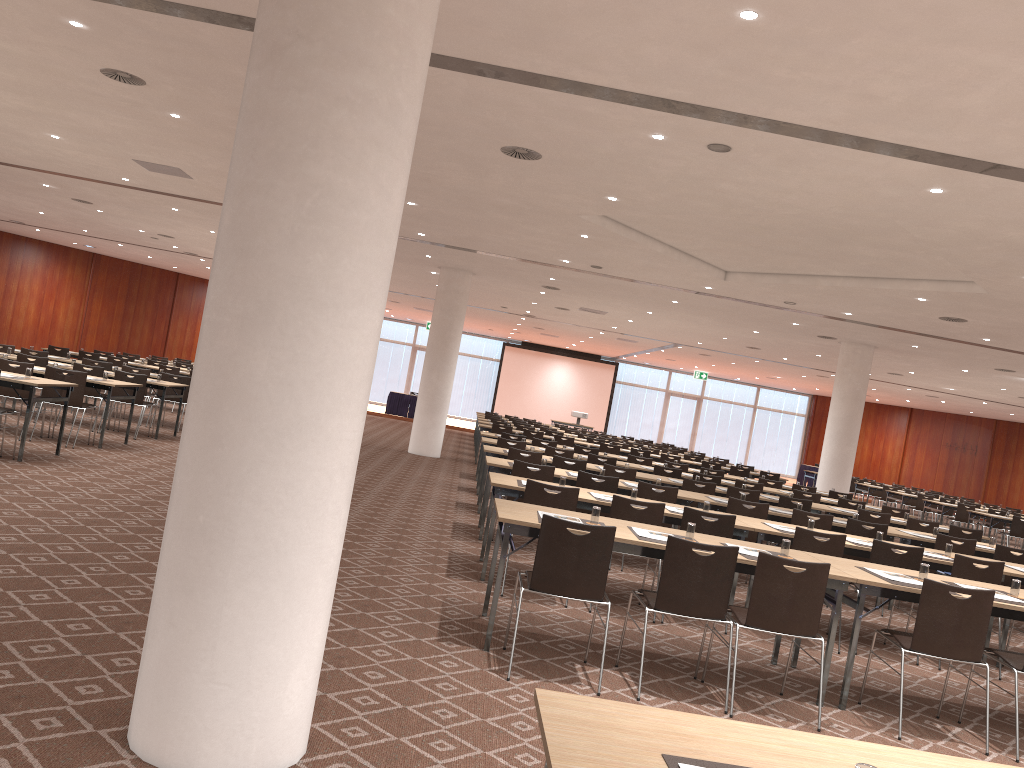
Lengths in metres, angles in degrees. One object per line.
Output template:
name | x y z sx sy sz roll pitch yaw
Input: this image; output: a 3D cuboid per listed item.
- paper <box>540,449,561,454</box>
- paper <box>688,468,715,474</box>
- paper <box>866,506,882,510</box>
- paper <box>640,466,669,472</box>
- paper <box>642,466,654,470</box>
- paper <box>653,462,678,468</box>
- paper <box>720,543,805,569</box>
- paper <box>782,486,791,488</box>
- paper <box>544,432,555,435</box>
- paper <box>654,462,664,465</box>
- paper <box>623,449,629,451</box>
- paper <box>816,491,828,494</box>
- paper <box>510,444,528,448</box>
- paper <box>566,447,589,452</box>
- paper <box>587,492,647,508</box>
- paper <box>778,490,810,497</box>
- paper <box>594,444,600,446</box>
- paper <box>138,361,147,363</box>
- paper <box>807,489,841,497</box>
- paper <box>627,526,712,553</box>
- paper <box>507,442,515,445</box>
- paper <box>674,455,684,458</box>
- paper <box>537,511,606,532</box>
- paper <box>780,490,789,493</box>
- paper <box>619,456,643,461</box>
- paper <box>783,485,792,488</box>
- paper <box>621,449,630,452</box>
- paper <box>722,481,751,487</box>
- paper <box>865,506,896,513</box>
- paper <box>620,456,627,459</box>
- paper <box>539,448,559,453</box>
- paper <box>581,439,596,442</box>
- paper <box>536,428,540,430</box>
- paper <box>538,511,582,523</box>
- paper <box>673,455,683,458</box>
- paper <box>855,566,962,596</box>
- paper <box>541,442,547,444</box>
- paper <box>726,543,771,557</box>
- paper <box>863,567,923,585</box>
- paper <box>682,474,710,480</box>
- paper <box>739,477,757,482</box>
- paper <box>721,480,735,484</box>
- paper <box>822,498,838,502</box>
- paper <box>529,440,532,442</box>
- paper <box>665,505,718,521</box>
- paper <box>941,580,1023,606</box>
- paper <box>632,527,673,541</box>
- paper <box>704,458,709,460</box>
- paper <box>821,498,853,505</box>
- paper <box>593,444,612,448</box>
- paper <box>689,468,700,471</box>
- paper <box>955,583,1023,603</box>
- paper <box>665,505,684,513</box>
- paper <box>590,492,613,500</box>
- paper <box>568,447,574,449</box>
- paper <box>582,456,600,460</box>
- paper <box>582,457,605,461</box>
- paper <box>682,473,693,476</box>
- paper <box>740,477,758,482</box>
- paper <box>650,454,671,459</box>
paper | 0.663 1.055 13.793 0.460 0.003 0.565 10 -1 -3
paper | 3.452 1.580 15.909 0.460 0.003 0.565 10 -1 -1
paper | 5.730 1.959 14.091 0.283 0.006 0.398 10 -1 -1
paper | 2.264 1.341 13.848 0.460 0.003 0.565 10 -1 -5
paper | 2.200 1.327 13.929 0.283 0.006 0.398 10 -1 -4
paper | 2.801 1.464 15.903 0.460 0.003 0.565 10 -1 -4
paper | 1.672 1.130 5.821 0.460 0.003 0.565 10 -1 -5
paper | 5.028 1.863 15.978 0.460 0.003 0.565 10 -1 1
paper | 0.894 1.191 21.384 0.283 0.006 0.398 10 -1 -4
paper | 2.734 1.449 15.961 0.283 0.006 0.398 10 -1 -4
paper | 2.593 1.469 19.435 0.283 0.006 0.398 10 -1 -5
paper | 5.605 1.963 16.070 0.283 0.006 0.398 10 -1 -5
paper | 0.003 0.936 13.776 0.460 0.003 0.565 10 -1 -4
paper | 1.188 1.175 15.811 0.460 0.003 0.565 10 -1 -5
paper | 0.927 1.023 7.800 0.460 0.003 0.565 10 -1 -4
paper | 4.485 1.739 13.955 0.460 0.003 0.565 10 -1 -4
paper | 1.951 1.355 19.442 0.283 0.006 0.398 10 -1 -3
paper | -8.812 -0.545 20.852 0.460 0.003 0.565 10 -1 -5
paper | 5.643 1.973 16.036 0.460 0.003 0.565 10 -1 -1
paper | 1.016 1.012 5.801 0.460 0.003 0.565 10 -1 0
paper | -0.025 0.928 13.828 0.283 0.006 0.398 10 -1 0
paper | 4.077 1.762 21.507 0.283 0.006 0.398 10 -1 -3
paper | 0.394 0.901 5.752 0.460 0.003 0.565 10 -1 1
paper | 4.419 1.724 14.006 0.283 0.006 0.398 10 -1 -1
paper | 2.151 1.347 15.856 0.460 0.003 0.565 10 -1 1
paper | 4.952 1.846 16.068 0.283 0.006 0.398 10 -1 0
paper | 2.621 1.478 19.401 0.460 0.003 0.565 10 -1 -4
paper | 3.511 1.565 13.927 0.460 0.003 0.565 10 -1 -3
paper | 5.742 1.964 14.000 0.460 0.003 0.565 10 -1 -2
paper | 2.094 1.334 15.917 0.283 0.006 0.398 10 -1 -3
paper | 0.575 1.035 13.851 0.283 0.006 0.398 10 -1 -2
paper | 1.895 1.374 21.351 0.460 0.003 0.565 10 -1 -4
paper | 0.867 1.216 23.319 0.460 0.003 0.565 10 -1 -4
paper | 0.323 0.885 5.835 0.283 0.006 0.398 10 -1 -2
paper | 4.141 1.776 21.446 0.460 0.003 0.565 10 -1 -2
paper | 2.601 1.296 5.849 0.460 0.003 0.565 10 -1 -2
paper | 0.521 1.052 15.836 0.283 0.006 0.398 10 -1 -2
paper | 1.603 1.115 5.896 0.283 0.006 0.398 10 -1 -1
paper | 2.571 1.288 5.927 0.283 0.006 0.398 10 -1 -4
paper | 2.887 1.453 13.876 0.460 0.003 0.565 10 -1 -1
paper | 4.395 1.750 15.969 0.460 0.003 0.565 10 -1 -2
paper | 3.455 1.551 13.975 0.283 0.006 0.398 10 -1 -3
paper | 5.060 1.839 14.056 0.283 0.006 0.398 10 -1 -2
paper | 0.542 1.059 15.791 0.460 0.003 0.565 10 -1 -4
paper | 1.584 1.141 7.846 0.460 0.003 0.565 10 -1 1
paper | 3.227 1.409 5.909 0.460 0.003 0.565 10 -1 -3
paper | 0.954 0.998 5.862 0.283 0.006 0.398 10 -1 0
paper | 5.338 2.017 23.513 0.460 0.003 0.565 10 -1 -4
paper | 5.140 1.857 14.014 0.460 0.003 0.565 10 -1 -4
paper | 2.017 1.369 19.350 0.460 0.003 0.565 10 -1 -2
paper | 3.370 1.563 15.995 0.283 0.006 0.398 10 -1 -1
paper | 3.207 1.402 5.958 0.283 0.006 0.398 10 -1 -2
paper | 1.510 1.124 7.876 0.283 0.006 0.398 10 -1 -1
paper | 0.856 1.007 7.871 0.283 0.006 0.398 10 -1 -2
paper | 1.151 1.165 15.872 0.283 0.006 0.398 10 -1 -3
paper | 1.228 1.152 13.878 0.283 0.006 0.398 10 -1 -2
paper | 1.278 1.165 13.809 0.460 0.003 0.565 10 -1 -6
paper | 2.833 1.440 13.962 0.283 0.006 0.398 10 -1 1
paper | 4.315 1.732 16.028 0.283 0.006 0.398 10 -1 -2
paper | 3.261 1.592 19.401 0.460 0.003 0.565 10 -1 -2
